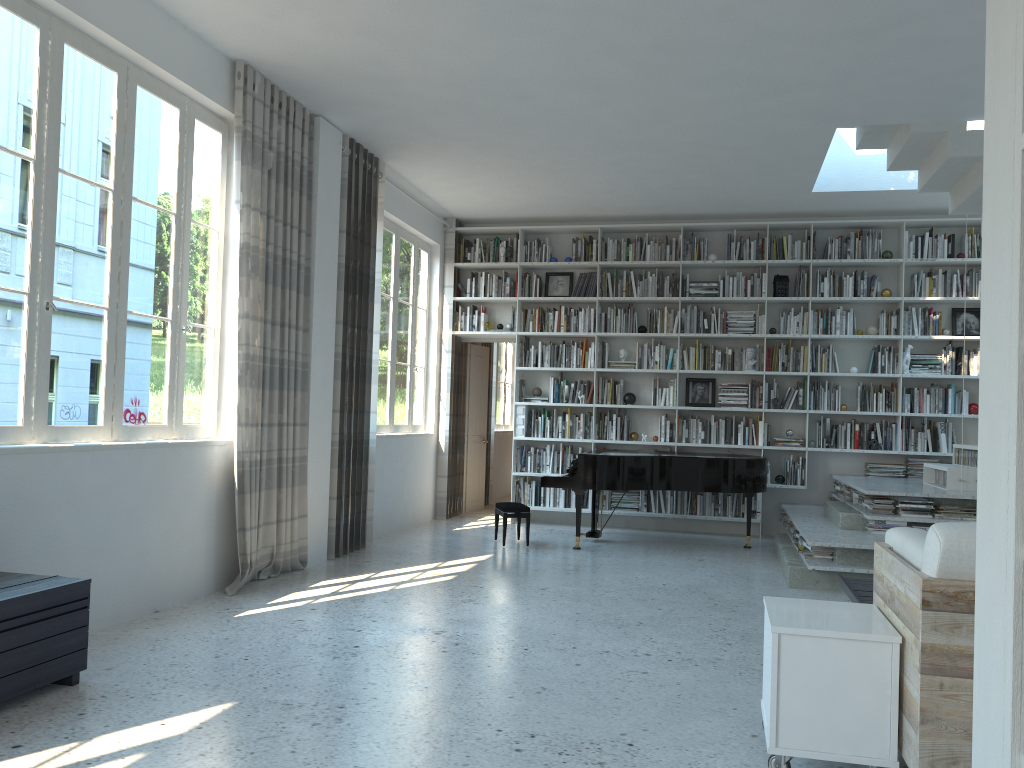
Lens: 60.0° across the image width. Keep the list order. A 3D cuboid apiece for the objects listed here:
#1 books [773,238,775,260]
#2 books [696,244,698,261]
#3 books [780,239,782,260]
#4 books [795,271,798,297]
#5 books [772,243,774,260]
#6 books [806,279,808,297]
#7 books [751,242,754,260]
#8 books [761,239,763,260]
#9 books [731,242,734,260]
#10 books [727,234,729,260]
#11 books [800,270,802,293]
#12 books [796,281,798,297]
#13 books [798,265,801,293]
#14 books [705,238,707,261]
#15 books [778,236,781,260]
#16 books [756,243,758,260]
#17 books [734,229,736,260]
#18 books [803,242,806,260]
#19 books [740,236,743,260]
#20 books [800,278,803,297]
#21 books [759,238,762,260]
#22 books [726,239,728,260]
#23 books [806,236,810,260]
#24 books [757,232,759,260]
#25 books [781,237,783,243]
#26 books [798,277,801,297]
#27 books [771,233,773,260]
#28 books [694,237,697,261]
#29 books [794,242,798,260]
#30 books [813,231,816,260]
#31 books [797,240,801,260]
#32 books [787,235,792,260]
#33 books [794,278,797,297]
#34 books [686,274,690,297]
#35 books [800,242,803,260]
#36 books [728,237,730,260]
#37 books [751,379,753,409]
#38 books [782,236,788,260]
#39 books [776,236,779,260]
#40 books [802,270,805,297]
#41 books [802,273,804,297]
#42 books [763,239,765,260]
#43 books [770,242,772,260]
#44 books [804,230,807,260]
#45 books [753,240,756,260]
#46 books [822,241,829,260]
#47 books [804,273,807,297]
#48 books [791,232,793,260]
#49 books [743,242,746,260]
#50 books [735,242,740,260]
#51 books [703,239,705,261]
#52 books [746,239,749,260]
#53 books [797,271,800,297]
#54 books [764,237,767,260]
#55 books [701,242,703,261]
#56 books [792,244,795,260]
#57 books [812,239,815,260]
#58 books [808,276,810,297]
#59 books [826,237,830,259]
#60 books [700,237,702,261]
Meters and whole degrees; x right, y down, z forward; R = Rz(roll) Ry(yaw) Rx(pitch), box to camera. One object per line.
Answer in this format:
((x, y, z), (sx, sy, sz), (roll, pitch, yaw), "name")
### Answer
((2.634, -1.333, 8.920), (0.007, 0.239, 0.191), (2, -2, 13), "books")
((1.903, -1.327, 9.117), (0.023, 0.195, 0.172), (2, -2, 13), "books")
((2.699, -1.329, 8.911), (0.015, 0.233, 0.171), (2, -2, 13), "books")
((2.838, -0.979, 8.858), (0.021, 0.272, 0.190), (2, -2, 13), "books")
((2.628, -1.309, 8.946), (0.015, 0.192, 0.160), (2, -2, 13), "books")
((2.944, -0.939, 8.881), (0.015, 0.200, 0.130), (2, -2, 13), "books")
((2.427, -1.319, 8.967), (0.023, 0.202, 0.193), (2, -2, 13), "books")
((2.531, -1.337, 8.977), (0.014, 0.244, 0.145), (2, -2, 13), "books")
((2.247, -1.325, 9.046), (0.031, 0.208, 0.147), (2, -2, 13), "books")
((2.202, -1.369, 9.037), (0.014, 0.292, 0.176), (2, -2, 13), "books")
((2.879, -0.986, 8.856), (0.021, 0.288, 0.179), (2, -2, 13), "books")
((2.852, -0.941, 8.894), (0.022, 0.199, 0.143), (2, -2, 13), "books")
((2.870, -1.011, 8.881), (0.025, 0.339, 0.143), (2, -2, 13), "books")
((1.994, -1.356, 9.093), (0.011, 0.256, 0.143), (2, -2, 13), "books")
((2.693, -1.342, 8.931), (0.008, 0.262, 0.142), (2, -2, 13), "books")
((2.479, -1.318, 8.994), (0.014, 0.204, 0.135), (2, -2, 13), "books")
((2.264, -1.387, 9.021), (0.010, 0.331, 0.186), (2, -2, 13), "books")
((2.917, -1.303, 8.873), (0.022, 0.194, 0.182), (2, -2, 13), "books")
((2.335, -1.354, 9.026), (0.028, 0.270, 0.140), (2, -2, 13), "books")
((2.895, -0.946, 8.871), (0.013, 0.210, 0.140), (2, -2, 13), "books")
((2.509, -1.337, 8.972), (0.028, 0.244, 0.161), (2, -2, 13), "books")
((2.193, -1.345, 9.057), (0.012, 0.245, 0.151), (2, -2, 13), "books")
((2.952, -1.332, 8.850), (0.029, 0.253, 0.186), (2, -2, 13), "books")
((2.492, -1.370, 8.985), (0.012, 0.308, 0.138), (2, -2, 13), "books")
((2.719, -1.342, 8.944), (0.007, 0.264, 0.133), (2, -2, 13), "books")
((2.873, -0.949, 8.878), (0.024, 0.217, 0.169), (2, -2, 13), "books")
((2.617, -1.362, 8.944), (0.007, 0.298, 0.181), (2, -2, 13), "books")
((1.885, -1.363, 9.110), (0.011, 0.265, 0.163), (2, -2, 13), "books")
((2.839, -1.309, 8.883), (0.024, 0.201, 0.180), (2, -2, 13), "books")
((3.014, -1.356, 8.836), (0.019, 0.304, 0.176), (2, -2, 13), "books")
((2.865, -1.314, 8.873), (0.031, 0.213, 0.169), (2, -2, 13), "books")
((2.787, -1.346, 8.916), (0.030, 0.274, 0.151), (2, -2, 13), "books")
((2.837, -0.949, 8.891), (0.019, 0.213, 0.156), (2, -2, 13), "books")
((1.808, -0.990, 9.108), (0.021, 0.249, 0.191), (2, -2, 13), "books")
((2.896, -1.308, 8.886), (0.025, 0.203, 0.162), (2, -2, 13), "books")
((2.217, -1.355, 9.050), (0.011, 0.267, 0.129), (2, -2, 13), "books")
((2.425, 0.103, 8.970), (0.011, 0.299, 0.130), (2, -2, 13), "books")
((2.741, -1.338, 8.905), (0.054, 0.254, 0.191), (1, -2, 13), "books")
((2.670, -1.342, 8.929), (0.034, 0.261, 0.157), (2, -2, 13), "books")
((2.918, -0.984, 8.885), (0.013, 0.288, 0.131), (2, -2, 13), "books")
((2.902, -0.968, 8.859), (0.005, 0.255, 0.158), (2, -2, 13), "books")
((2.543, -1.334, 8.966), (0.014, 0.238, 0.153), (2, -2, 13), "books")
((2.609, -1.315, 8.962), (0.016, 0.204, 0.143), (2, -2, 13), "books")
((2.941, -1.370, 8.887), (0.012, 0.329, 0.128), (2, -2, 13), "books")
((2.461, -1.333, 9.004), (0.026, 0.233, 0.137), (2, -2, 13), "books")
((3.112, -1.304, 8.815), (0.046, 0.206, 0.183), (1, -2, 13), "books")
((2.920, -0.965, 8.841), (0.013, 0.248, 0.186), (2, -2, 13), "books")
((2.802, -1.358, 8.895), (0.010, 0.297, 0.167), (2, -2, 13), "books")
((2.359, -1.321, 9.000), (0.033, 0.203, 0.166), (2, -2, 13), "books")
((2.292, -1.326, 9.017), (0.050, 0.211, 0.173), (1, -2, 13), "books")
((1.976, -1.352, 9.115), (0.013, 0.249, 0.148), (2, -2, 13), "books")
((2.388, -1.337, 8.998), (0.023, 0.236, 0.154), (2, -2, 13), "books")
((2.857, -0.978, 8.867), (0.022, 0.272, 0.181), (2, -2, 13), "books")
((2.562, -1.343, 8.968), (0.022, 0.257, 0.136), (2, -2, 13), "books")
((1.953, -1.338, 9.102), (0.016, 0.219, 0.144), (2, -2, 13), "books")
((2.815, -1.299, 8.887), (0.022, 0.180, 0.173), (2, -2, 13), "books")
((2.994, -1.319, 8.848), (0.033, 0.229, 0.175), (2, -2, 13), "books")
((2.950, -0.947, 8.833), (0.008, 0.213, 0.224), (2, -2, 13), "books")
((3.141, -1.323, 8.816), (0.009, 0.244, 0.173), (2, -2, 13), "books")
((1.941, -1.361, 9.110), (0.013, 0.264, 0.147), (2, -2, 13), "books")
